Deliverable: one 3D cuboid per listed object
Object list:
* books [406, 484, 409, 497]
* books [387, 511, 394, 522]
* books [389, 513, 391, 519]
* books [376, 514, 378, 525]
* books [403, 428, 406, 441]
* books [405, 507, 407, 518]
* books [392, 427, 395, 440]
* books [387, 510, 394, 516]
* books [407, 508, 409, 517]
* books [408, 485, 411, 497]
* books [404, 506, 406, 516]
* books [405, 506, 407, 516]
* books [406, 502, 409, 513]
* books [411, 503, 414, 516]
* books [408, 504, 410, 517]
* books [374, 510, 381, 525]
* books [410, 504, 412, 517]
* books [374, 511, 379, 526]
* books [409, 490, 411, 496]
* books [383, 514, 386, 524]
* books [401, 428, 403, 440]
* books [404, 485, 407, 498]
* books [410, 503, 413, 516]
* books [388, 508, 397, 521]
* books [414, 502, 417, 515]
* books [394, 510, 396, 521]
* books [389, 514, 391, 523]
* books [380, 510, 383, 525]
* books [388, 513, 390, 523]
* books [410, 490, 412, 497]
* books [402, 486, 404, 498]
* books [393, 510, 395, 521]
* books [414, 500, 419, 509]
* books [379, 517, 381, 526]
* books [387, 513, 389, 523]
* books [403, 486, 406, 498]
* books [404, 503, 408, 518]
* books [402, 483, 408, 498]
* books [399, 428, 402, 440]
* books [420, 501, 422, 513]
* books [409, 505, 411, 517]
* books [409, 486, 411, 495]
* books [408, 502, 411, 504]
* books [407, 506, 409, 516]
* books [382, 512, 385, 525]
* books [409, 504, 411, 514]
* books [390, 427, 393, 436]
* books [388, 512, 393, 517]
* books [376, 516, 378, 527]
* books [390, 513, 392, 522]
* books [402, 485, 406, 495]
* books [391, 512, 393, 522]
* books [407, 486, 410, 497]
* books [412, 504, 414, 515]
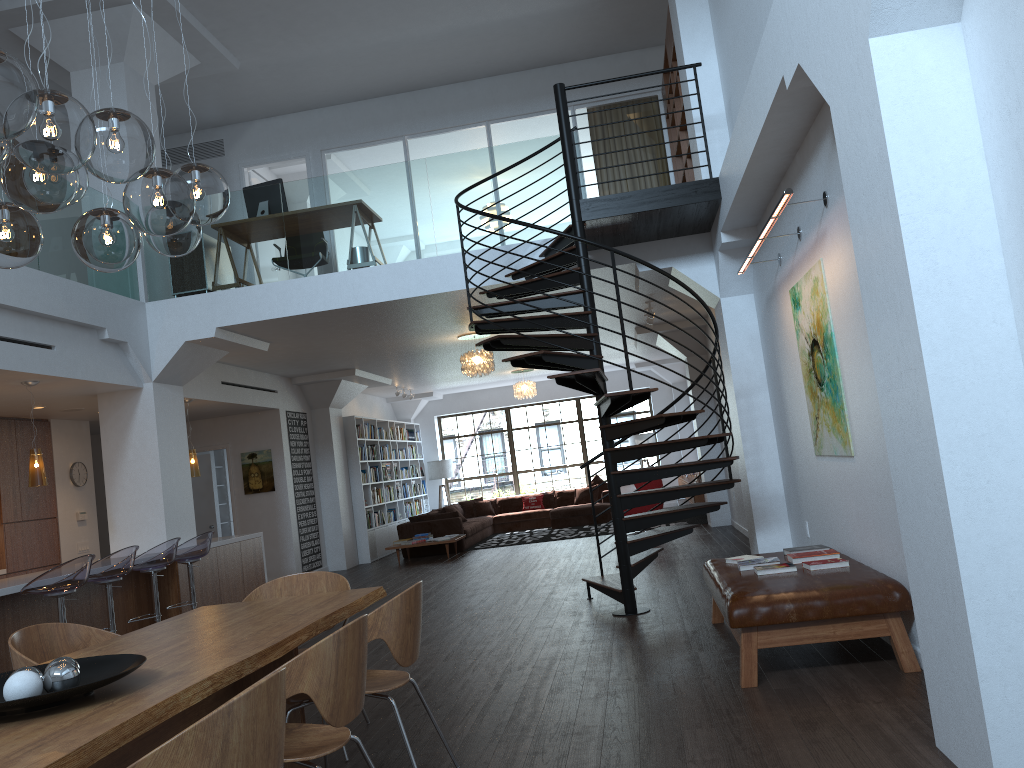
[{"bbox_3d":[-2.136,2.092,17.397,0.176,0.293,0.125,-8,-5,7],"label":"books"},{"bbox_3d":[-2.235,2.425,16.192,0.139,0.191,0.036,-8,-5,7],"label":"books"},{"bbox_3d":[-2.249,2.426,16.035,0.120,0.167,0.020,-8,-5,7],"label":"books"},{"bbox_3d":[-2.376,2.341,15.170,0.161,0.223,0.030,-8,-5,7],"label":"books"},{"bbox_3d":[-2.235,1.022,17.776,0.183,0.253,0.034,-8,-5,7],"label":"books"},{"bbox_3d":[-2.117,2.476,17.063,0.161,0.223,0.026,-8,-5,7],"label":"books"},{"bbox_3d":[-2.345,0.966,16.993,0.160,0.251,0.039,-8,-5,7],"label":"books"},{"bbox_3d":[-2.236,2.423,16.225,0.146,0.202,0.027,-8,-5,7],"label":"books"},{"bbox_3d":[-2.099,2.471,17.192,0.160,0.250,0.026,-8,-5,7],"label":"books"},{"bbox_3d":[-2.113,2.122,17.534,0.170,0.251,0.118,-8,-5,7],"label":"books"},{"bbox_3d":[-2.134,2.466,17.030,0.174,0.240,0.045,-8,-5,7],"label":"books"},{"bbox_3d":[-2.125,2.476,17.096,0.168,0.231,0.037,-8,-5,7],"label":"books"},{"bbox_3d":[-2.099,2.457,17.259,0.176,0.290,0.053,-8,-5,7],"label":"books"},{"bbox_3d":[-2.055,2.497,17.575,0.180,0.259,0.060,-8,-5,7],"label":"books"},{"bbox_3d":[-2.090,2.479,17.300,0.183,0.253,0.034,-8,-5,7],"label":"books"},{"bbox_3d":[-2.365,2.331,15.361,0.180,0.259,0.042,-8,-5,7],"label":"books"},{"bbox_3d":[-2.073,2.498,17.454,0.174,0.240,0.045,-8,-5,7],"label":"books"},{"bbox_3d":[-2.384,2.321,15.210,0.183,0.253,0.042,-8,-5,7],"label":"books"},{"bbox_3d":[-2.108,2.127,17.577,0.159,0.248,0.089,-8,-5,7],"label":"books"},{"bbox_3d":[-2.318,2.373,15.588,0.161,0.207,0.135,-8,-5,7],"label":"books"},{"bbox_3d":[-2.262,1.011,17.609,0.183,0.253,0.034,-8,-5,7],"label":"books"},{"bbox_3d":[-2.144,2.097,17.229,0.182,0.253,0.098,-8,-5,7],"label":"books"},{"bbox_3d":[-2.058,2.493,17.492,0.183,0.253,0.034,-8,-5,7],"label":"books"},{"bbox_3d":[-2.212,2.423,16.418,0.140,0.231,0.042,-8,-5,7],"label":"books"},{"bbox_3d":[-2.021,2.520,17.844,0.183,0.253,0.036,-8,-5,7],"label":"books"},{"bbox_3d":[-2.217,2.431,16.332,0.146,0.202,0.027,-8,-5,7],"label":"books"},{"bbox_3d":[-2.251,2.429,15.996,0.110,0.153,0.019,-8,-5,7],"label":"books"},{"bbox_3d":[-2.348,2.339,15.445,0.183,0.253,0.042,-8,-5,7],"label":"books"},{"bbox_3d":[-2.277,2.411,15.938,0.134,0.184,0.030,-8,-5,7],"label":"books"},{"bbox_3d":[-2.091,2.146,17.639,0.161,0.218,0.101,-8,-5,7],"label":"books"},{"bbox_3d":[-2.175,2.082,17.043,0.182,0.255,0.077,-8,-5,7],"label":"books"},{"bbox_3d":[-2.224,2.424,16.251,0.146,0.202,0.027,-8,-5,7],"label":"books"},{"bbox_3d":[-2.003,2.524,18.084,0.198,0.284,0.066,-8,-5,7],"label":"books"},{"bbox_3d":[-2.368,2.332,15.321,0.160,0.251,0.039,-8,-5,7],"label":"books"},{"bbox_3d":[-2.275,2.409,15.889,0.128,0.178,0.022,-8,-5,7],"label":"books"},{"bbox_3d":[-2.159,2.095,17.143,0.174,0.243,0.085,-8,-5,7],"label":"books"},{"bbox_3d":[-2.122,2.453,17.150,0.198,0.284,0.066,-8,-5,7],"label":"books"},{"bbox_3d":[-2.149,2.089,17.335,0.197,0.290,0.136,-8,-5,7],"label":"books"},{"bbox_3d":[-2.270,1.008,17.527,0.171,0.246,0.057,-8,-5,7],"label":"books"},{"bbox_3d":[-1.955,2.560,18.327,0.171,0.246,0.057,-8,-5,7],"label":"books"},{"bbox_3d":[-2.082,2.481,17.332,0.183,0.253,0.034,-8,-5,7],"label":"books"},{"bbox_3d":[-2.094,2.142,17.605,0.161,0.222,0.084,-8,-5,7],"label":"books"},{"bbox_3d":[-2.065,2.478,17.529,0.176,0.290,0.036,-8,-5,7],"label":"books"},{"bbox_3d":[-2.091,2.486,17.216,0.161,0.223,0.026,-8,-5,7],"label":"books"},{"bbox_3d":[-2.335,2.355,15.534,0.174,0.236,0.142,-8,-5,7],"label":"books"},{"bbox_3d":[-2.078,2.488,17.377,0.171,0.246,0.057,-8,-5,7],"label":"books"},{"bbox_3d":[-2.357,0.962,16.928,0.160,0.251,0.031,-8,-5,7],"label":"books"},{"bbox_3d":[-2.235,2.430,16.162,0.128,0.178,0.021,-8,-5,7],"label":"books"},{"bbox_3d":[-2.386,2.331,15.140,0.161,0.223,0.033,-8,-5,7],"label":"books"},{"bbox_3d":[-2.239,2.429,16.060,0.106,0.162,0.032,-8,-5,7],"label":"books"},{"bbox_3d":[-2.161,2.093,17.184,0.182,0.255,0.077,-8,-5,7],"label":"books"},{"bbox_3d":[-2.239,2.430,16.135,0.126,0.173,0.032,-8,-5,7],"label":"books"},{"bbox_3d":[-2.116,2.122,17.480,0.174,0.242,0.105,-8,-5,7],"label":"books"},{"bbox_3d":[-2.045,2.504,17.616,0.160,0.250,0.026,-8,-5,7],"label":"books"}]
